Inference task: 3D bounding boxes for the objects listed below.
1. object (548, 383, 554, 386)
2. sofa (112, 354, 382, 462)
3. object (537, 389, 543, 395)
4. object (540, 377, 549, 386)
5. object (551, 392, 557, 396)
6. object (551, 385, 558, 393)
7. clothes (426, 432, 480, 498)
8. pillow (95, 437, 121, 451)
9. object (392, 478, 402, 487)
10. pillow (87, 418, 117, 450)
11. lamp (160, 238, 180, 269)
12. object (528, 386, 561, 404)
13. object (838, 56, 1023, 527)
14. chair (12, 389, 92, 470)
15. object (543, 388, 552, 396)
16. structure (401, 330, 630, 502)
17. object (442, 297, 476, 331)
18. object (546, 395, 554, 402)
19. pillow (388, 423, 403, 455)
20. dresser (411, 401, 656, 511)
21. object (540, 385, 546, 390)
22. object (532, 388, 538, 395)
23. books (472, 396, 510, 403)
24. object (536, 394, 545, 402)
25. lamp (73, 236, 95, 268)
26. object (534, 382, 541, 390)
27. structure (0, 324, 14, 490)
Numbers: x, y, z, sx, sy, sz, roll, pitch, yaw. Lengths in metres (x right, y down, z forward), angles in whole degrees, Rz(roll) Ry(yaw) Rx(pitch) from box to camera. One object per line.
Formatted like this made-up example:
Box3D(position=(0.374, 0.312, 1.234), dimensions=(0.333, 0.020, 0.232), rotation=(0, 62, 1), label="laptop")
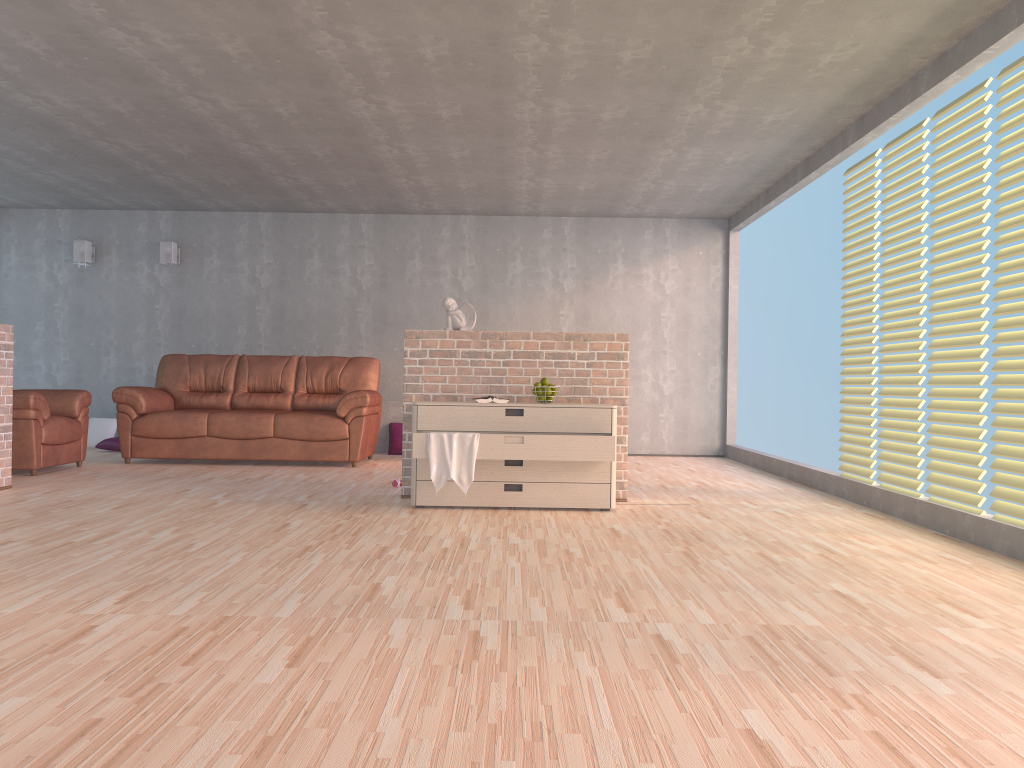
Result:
Box3D(position=(0.235, 0.018, 5.338), dimensions=(0.043, 0.043, 0.039), rotation=(1, 0, -14), label="object")
Box3D(position=(-2.288, 0.185, 7.938), dimensions=(2.202, 0.923, 0.981), rotation=(1, 0, 0), label="sofa")
Box3D(position=(0.168, 0.048, 5.289), dimensions=(0.038, 0.040, 0.039), rotation=(1, 0, 9), label="object")
Box3D(position=(0.195, -0.012, 5.344), dimensions=(0.054, 0.056, 0.054), rotation=(1, 0, 0), label="object")
Box3D(position=(0.246, 0.052, 5.360), dimensions=(0.053, 0.054, 0.053), rotation=(1, 0, 36), label="object")
Box3D(position=(0.251, 0.031, 5.299), dimensions=(0.047, 0.047, 0.046), rotation=(1, 0, 38), label="object")
Box3D(position=(-0.319, 0.451, 4.905), dimensions=(0.325, 0.369, 0.097), rotation=(1, 0, 1), label="clothes")
Box3D(position=(-3.883, 0.594, 8.823), dimensions=(0.392, 0.130, 0.365), rotation=(1, 0, 21), label="pillow")
Box3D(position=(-0.752, 0.685, 6.140), dimensions=(0.078, 0.066, 0.192), rotation=(1, 0, 36), label="object")
Box3D(position=(-4.179, 0.508, 8.976), dimensions=(0.327, 0.326, 0.241), rotation=(1, 0, 4), label="pillow")
Box3D(position=(-3.527, -1.342, 9.130), dimensions=(0.165, 0.319, 0.177), rotation=(1, 0, 0), label="lamp")
Box3D(position=(0.200, 0.066, 5.337), dimensions=(0.202, 0.104, 0.202), rotation=(1, 0, -6), label="object")
Box3D(position=(2.250, -0.404, 3.848), dimensions=(0.044, 2.114, 4.372), rotation=(1, 0, 0), label="object")
Box3D(position=(-3.903, 0.183, 6.834), dimensions=(0.936, 0.879, 0.970), rotation=(1, 0, -1), label="chair")
Box3D(position=(0.209, 0.047, 5.288), dimensions=(0.057, 0.057, 0.057), rotation=(1, 0, 33), label="object")
Box3D(position=(0.021, 0.198, 5.656), dimensions=(1.422, 1.057, 0.211), rotation=(1, 0, 0), label="structure")
Box3D(position=(-0.337, -0.443, 5.652), dimensions=(0.216, 0.218, 0.131), rotation=(1, 0, -1), label="object")
Box3D(position=(0.228, 0.088, 5.321), dimensions=(0.046, 0.048, 0.048), rotation=(1, 0, -11), label="object")
Box3D(position=(-1.081, 0.557, 8.941), dimensions=(0.327, 0.326, 0.241), rotation=(1, 0, -6), label="pillow")
Box3D(position=(0.261, 0.425, 5.192), dimensions=(1.686, 0.612, 0.605), rotation=(1, 0, 0), label="dresser")
Box3D(position=(0.189, 0.023, 5.315), dimensions=(0.039, 0.038, 0.039), rotation=(1, 0, 29), label="object")
Box3D(position=(0.144, 0.044, 5.325), dimensions=(0.046, 0.044, 0.046), rotation=(1, 0, -4), label="object")
Box3D(position=(-0.126, 0.093, 5.277), dimensions=(0.209, 0.040, 0.146), rotation=(1, 0, -10), label="books")
Box3D(position=(0.173, 0.082, 5.326), dimensions=(0.059, 0.055, 0.060), rotation=(1, 0, -45), label="object")
Box3D(position=(-4.411, -1.356, 9.128), dimensions=(0.165, 0.319, 0.168), rotation=(1, 0, 0), label="lamp")
Box3D(position=(0.153, 0.011, 5.301), dimensions=(0.046, 0.045, 0.046), rotation=(1, 0, 0), label="object")
Box3D(position=(-3.952, 0.136, 5.666), dimensions=(1.422, 1.057, 0.211), rotation=(1, 0, 0), label="structure")
